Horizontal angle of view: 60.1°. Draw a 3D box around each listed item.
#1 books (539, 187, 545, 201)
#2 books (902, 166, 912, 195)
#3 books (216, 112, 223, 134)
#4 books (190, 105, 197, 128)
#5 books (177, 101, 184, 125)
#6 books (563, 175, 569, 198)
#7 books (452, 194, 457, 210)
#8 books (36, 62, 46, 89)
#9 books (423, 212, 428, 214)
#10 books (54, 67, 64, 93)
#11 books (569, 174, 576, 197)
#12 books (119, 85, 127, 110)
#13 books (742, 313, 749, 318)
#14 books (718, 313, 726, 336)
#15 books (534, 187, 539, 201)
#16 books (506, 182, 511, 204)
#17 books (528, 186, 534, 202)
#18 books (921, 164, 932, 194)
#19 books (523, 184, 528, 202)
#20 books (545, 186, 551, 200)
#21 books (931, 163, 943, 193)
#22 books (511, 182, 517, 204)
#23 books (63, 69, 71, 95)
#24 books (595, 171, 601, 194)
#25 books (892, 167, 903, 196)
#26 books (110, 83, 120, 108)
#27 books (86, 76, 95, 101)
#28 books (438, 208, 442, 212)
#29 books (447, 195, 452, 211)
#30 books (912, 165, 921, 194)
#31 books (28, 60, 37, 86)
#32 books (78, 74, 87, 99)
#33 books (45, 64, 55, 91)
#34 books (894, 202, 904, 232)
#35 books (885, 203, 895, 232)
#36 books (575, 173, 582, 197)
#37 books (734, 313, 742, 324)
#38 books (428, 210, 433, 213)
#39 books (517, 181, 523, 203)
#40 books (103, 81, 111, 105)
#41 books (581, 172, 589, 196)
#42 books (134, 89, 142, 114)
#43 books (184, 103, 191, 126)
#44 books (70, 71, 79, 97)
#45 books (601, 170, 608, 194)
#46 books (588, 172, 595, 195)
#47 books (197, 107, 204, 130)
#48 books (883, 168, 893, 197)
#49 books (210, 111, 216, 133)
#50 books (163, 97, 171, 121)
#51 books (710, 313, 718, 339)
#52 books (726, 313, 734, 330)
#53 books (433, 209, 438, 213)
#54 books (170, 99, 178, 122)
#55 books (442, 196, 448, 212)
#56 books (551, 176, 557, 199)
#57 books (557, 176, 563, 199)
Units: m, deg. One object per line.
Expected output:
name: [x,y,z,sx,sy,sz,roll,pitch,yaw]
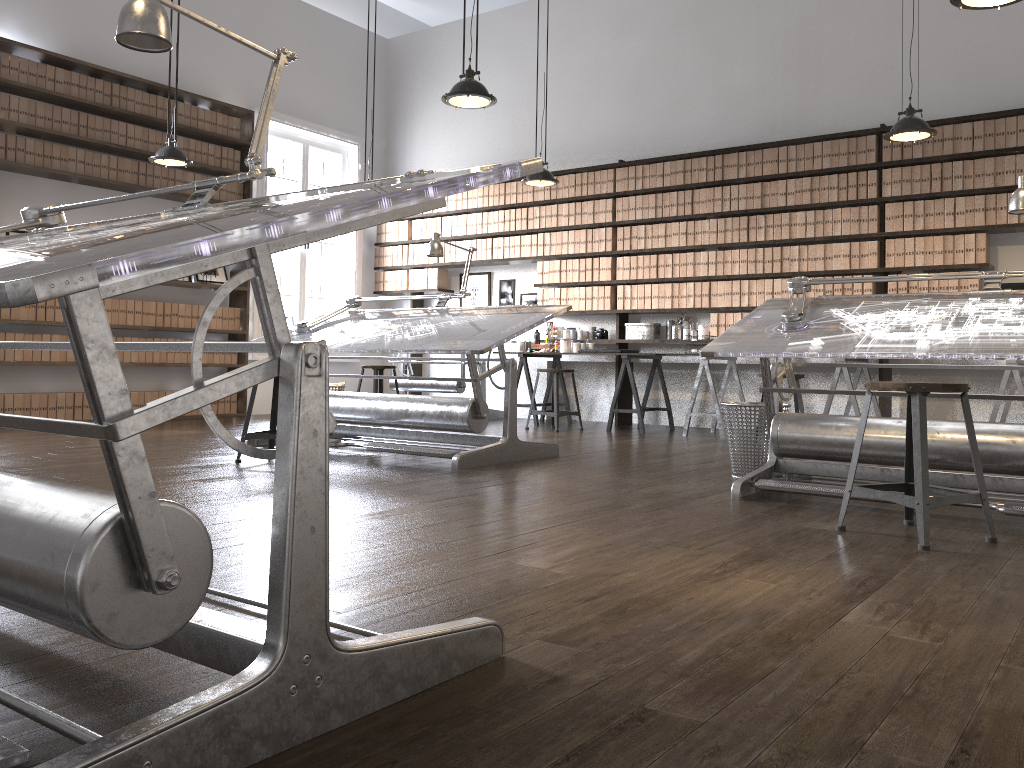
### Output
books: [0.343,-1.916,8.791,0.067,0.226,0.174,0,-1,36]
books: [3.057,-1.544,6.809,0.067,0.226,0.174,0,-1,36]
books: [-2.873,-2.491,8.536,0.174,0.226,0.067,1,-1,36]
books: [-3.037,-2.489,8.318,0.174,0.226,0.066,1,-1,36]
books: [-3.117,-2.487,8.204,0.174,0.226,0.066,1,-1,36]
books: [0.571,-1.908,8.626,0.067,0.226,0.174,0,-1,36]
books: [-0.560,-1.947,9.445,0.067,0.226,0.174,0,-1,36]
books: [-3.859,-2.477,7.184,0.174,0.226,0.066,1,-1,36]
books: [-0.890,-1.958,9.689,0.067,0.226,0.174,0,-1,36]
books: [-3.774,-2.478,7.298,0.174,0.226,0.066,1,-1,36]
books: [0.628,-1.906,8.580,0.067,0.226,0.174,0,-1,36]
books: [-3.449,-2.483,7.753,0.174,0.226,0.066,1,-1,36]
books: [2.018,-0.489,7.523,0.067,0.226,0.174,0,-1,36]
books: [1.846,-0.495,7.648,0.067,0.226,0.174,0,-1,36]
books: [0.293,-1.917,8.829,0.067,0.226,0.174,0,-1,36]
books: [0.013,-1.927,9.034,0.067,0.226,0.174,0,-1,36]
books: [0.236,-1.919,8.865,0.067,0.226,0.174,0,-1,36]
books: [3.165,-1.540,6.739,0.067,0.226,0.174,0,-1,36]
books: [0.185,-1.921,8.909,0.067,0.226,0.174,0,-1,36]
books: [0.400,-1.914,8.747,0.067,0.226,0.174,0,-1,36]
books: [3.222,-1.538,6.691,0.067,0.226,0.174,0,-1,36]
books: [0.067,-1.925,8.989,0.067,0.226,0.174,0,-1,36]
books: [-3.738,-2.479,7.350,0.174,0.226,0.066,1,-1,36]
books: [0.859,-1.898,8.422,0.067,0.226,0.174,0,-1,36]
books: [2.998,-1.546,6.851,0.067,0.226,0.174,0,-1,36]
books: [-3.488,-2.482,7.689,0.174,0.226,0.067,1,-1,36]
books: [-3.619,-2.481,7.517,0.174,0.226,0.066,1,-1,36]
books: [-0.718,-1.952,9.563,0.067,0.226,0.174,0,-1,36]
books: [-0.610,-1.949,9.483,0.067,0.226,0.174,0,-1,36]
books: [3.111,-1.542,6.775,0.067,0.226,0.174,0,-1,36]
books: [-3.902,-2.477,7.129,0.174,0.226,0.066,1,-1,36]
books: [-3.661,-2.480,7.459,0.174,0.226,0.066,1,-1,36]
books: [-3.815,-2.478,7.239,0.174,0.226,0.067,1,-1,36]
books: [3.004,-1.277,6.836,0.067,0.226,0.174,0,-1,36]
books: [2.955,-1.278,6.876,0.067,0.226,0.174,0,-1,36]
books: [0.686,-1.904,8.538,0.067,0.226,0.174,0,-1,36]
books: [1.958,-0.491,7.561,0.067,0.226,0.174,0,-1,36]
books: [-0.835,-1.956,9.643,0.067,0.226,0.174,0,-1,36]
books: [0.127,-1.923,8.951,0.067,0.226,0.174,0,-1,36]
books: [-3.536,-2.482,7.632,0.174,0.226,0.066,1,-1,36]
books: [0.740,-1.902,8.504,0.067,0.226,0.174,0,-1,36]
books: [-3.365,-2.484,7.863,0.174,0.226,0.066,1,-1,36]
books: [-3.080,-2.488,8.263,0.174,0.226,0.066,1,-1,36]
books: [-3.695,-2.479,7.401,0.174,0.226,0.067,1,-1,36]
books: [0.913,-1.896,8.378,0.067,0.226,0.174,0,-1,36]
books: [0.801,-1.900,8.461,0.067,0.226,0.174,0,-1,36]
books: [-2.993,-2.489,8.373,0.174,0.226,0.067,1,-1,36]
books: [2.942,-1.548,6.897,0.067,0.226,0.174,0,-1,36]
books: [-2.916,-2.490,8.485,0.174,0.226,0.066,1,-1,36]
books: [-3.199,-2.486,8.085,0.174,0.226,0.067,1,-1,36]
books: [1.788,-0.496,7.683,0.067,0.226,0.174,0,-1,36]
books: [1.903,-0.493,7.606,0.067,0.226,0.174,0,-1,36]
books: [-0.776,-1.954,9.605,0.067,0.226,0.174,0,-1,36]
books: [-3.157,-2.487,8.144,0.174,0.226,0.066,1,-1,36]
books: [-0.667,-1.950,9.519,0.067,0.226,0.174,0,-1,36]
books: [0.459,-1.912,8.709,0.067,0.226,0.174,0,-1,36]
books: [0.517,-1.910,8.670,0.067,0.226,0.174,0,-1,36]
